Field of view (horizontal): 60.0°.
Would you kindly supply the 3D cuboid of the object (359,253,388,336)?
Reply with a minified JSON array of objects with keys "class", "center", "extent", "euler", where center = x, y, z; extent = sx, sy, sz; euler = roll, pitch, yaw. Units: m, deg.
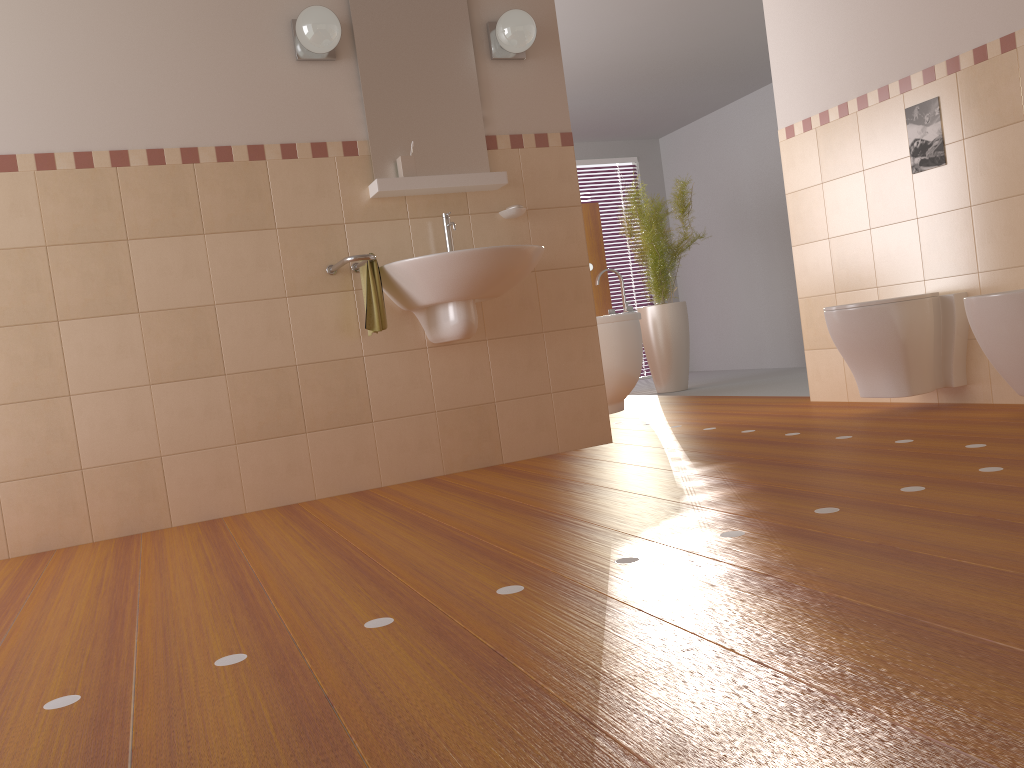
[{"class":"object","center":[-0.535,-0.342,3.406],"extent":[0.085,0.306,0.181],"euler":[-8,3,-6]}]

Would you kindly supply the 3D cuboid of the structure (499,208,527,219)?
[{"class":"structure","center":[0.012,-0.725,3.770],"extent":[0.117,0.029,0.092],"euler":[-9,3,-22]}]

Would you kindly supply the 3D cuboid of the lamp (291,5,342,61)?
[{"class":"lamp","center":[-0.746,-1.353,3.405],"extent":[0.173,0.173,0.209],"euler":[-9,3,-22]}]

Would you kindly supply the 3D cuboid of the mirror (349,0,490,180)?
[{"class":"mirror","center":[-0.376,-1.241,3.649],"extent":[0.502,0.799,0.008],"euler":[-9,3,-22]}]

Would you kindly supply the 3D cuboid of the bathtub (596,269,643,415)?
[{"class":"bathtub","center":[-0.018,-0.193,5.474],"extent":[1.874,0.900,0.888],"euler":[-9,3,-22]}]

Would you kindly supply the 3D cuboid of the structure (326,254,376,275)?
[{"class":"structure","center":[-0.607,-0.460,3.383],"extent":[0.142,0.042,0.333],"euler":[-9,3,-22]}]

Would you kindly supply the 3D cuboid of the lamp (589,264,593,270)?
[{"class":"lamp","center":[0.068,-0.792,6.398],"extent":[1.169,0.052,0.001],"euler":[-9,3,-22]}]

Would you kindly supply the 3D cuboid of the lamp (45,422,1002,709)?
[{"class":"lamp","center":[-0.436,0.422,3.193],"extent":[3.173,0.001,2.893],"euler":[-9,3,-22]}]

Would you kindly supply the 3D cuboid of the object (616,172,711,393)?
[{"class":"object","center":[1.172,-0.731,6.452],"extent":[0.683,1.557,1.335],"euler":[-7,3,10]}]

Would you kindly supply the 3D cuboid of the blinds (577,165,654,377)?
[{"class":"blinds","center":[-0.834,-0.770,7.661],"extent":[4.712,2.022,0.032],"euler":[-9,3,-22]}]

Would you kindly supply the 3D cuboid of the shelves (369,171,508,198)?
[{"class":"shelves","center":[-0.298,-0.813,3.620],"extent":[0.554,0.050,0.138],"euler":[-9,3,-22]}]

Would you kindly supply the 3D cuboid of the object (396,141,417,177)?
[{"class":"object","center":[-0.423,-0.894,3.562],"extent":[0.063,0.149,0.073],"euler":[-9,3,-22]}]

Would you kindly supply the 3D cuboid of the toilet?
[{"class":"toilet","center":[1.576,-0.154,3.692],"extent":[0.534,0.400,0.375],"euler":[-9,3,-22]}]

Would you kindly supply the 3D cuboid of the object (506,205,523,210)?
[{"class":"object","center":[0.010,-0.747,3.770],"extent":[0.075,0.023,0.050],"euler":[-6,3,32]}]

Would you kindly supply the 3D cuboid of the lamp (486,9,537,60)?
[{"class":"lamp","center":[0.010,-1.471,3.715],"extent":[0.173,0.173,0.209],"euler":[-9,3,-22]}]

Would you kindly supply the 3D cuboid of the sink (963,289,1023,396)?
[{"class":"sink","center":[1.827,-0.219,3.079],"extent":[0.515,0.517,0.335],"euler":[-9,3,-22]}]

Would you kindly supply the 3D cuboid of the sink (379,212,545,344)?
[{"class":"sink","center":[-0.171,-0.437,3.454],"extent":[0.683,0.516,0.539],"euler":[-9,3,-22]}]

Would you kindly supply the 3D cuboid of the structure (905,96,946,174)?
[{"class":"structure","center":[1.722,-1.033,3.696],"extent":[0.005,0.279,0.170],"euler":[-9,3,-22]}]
